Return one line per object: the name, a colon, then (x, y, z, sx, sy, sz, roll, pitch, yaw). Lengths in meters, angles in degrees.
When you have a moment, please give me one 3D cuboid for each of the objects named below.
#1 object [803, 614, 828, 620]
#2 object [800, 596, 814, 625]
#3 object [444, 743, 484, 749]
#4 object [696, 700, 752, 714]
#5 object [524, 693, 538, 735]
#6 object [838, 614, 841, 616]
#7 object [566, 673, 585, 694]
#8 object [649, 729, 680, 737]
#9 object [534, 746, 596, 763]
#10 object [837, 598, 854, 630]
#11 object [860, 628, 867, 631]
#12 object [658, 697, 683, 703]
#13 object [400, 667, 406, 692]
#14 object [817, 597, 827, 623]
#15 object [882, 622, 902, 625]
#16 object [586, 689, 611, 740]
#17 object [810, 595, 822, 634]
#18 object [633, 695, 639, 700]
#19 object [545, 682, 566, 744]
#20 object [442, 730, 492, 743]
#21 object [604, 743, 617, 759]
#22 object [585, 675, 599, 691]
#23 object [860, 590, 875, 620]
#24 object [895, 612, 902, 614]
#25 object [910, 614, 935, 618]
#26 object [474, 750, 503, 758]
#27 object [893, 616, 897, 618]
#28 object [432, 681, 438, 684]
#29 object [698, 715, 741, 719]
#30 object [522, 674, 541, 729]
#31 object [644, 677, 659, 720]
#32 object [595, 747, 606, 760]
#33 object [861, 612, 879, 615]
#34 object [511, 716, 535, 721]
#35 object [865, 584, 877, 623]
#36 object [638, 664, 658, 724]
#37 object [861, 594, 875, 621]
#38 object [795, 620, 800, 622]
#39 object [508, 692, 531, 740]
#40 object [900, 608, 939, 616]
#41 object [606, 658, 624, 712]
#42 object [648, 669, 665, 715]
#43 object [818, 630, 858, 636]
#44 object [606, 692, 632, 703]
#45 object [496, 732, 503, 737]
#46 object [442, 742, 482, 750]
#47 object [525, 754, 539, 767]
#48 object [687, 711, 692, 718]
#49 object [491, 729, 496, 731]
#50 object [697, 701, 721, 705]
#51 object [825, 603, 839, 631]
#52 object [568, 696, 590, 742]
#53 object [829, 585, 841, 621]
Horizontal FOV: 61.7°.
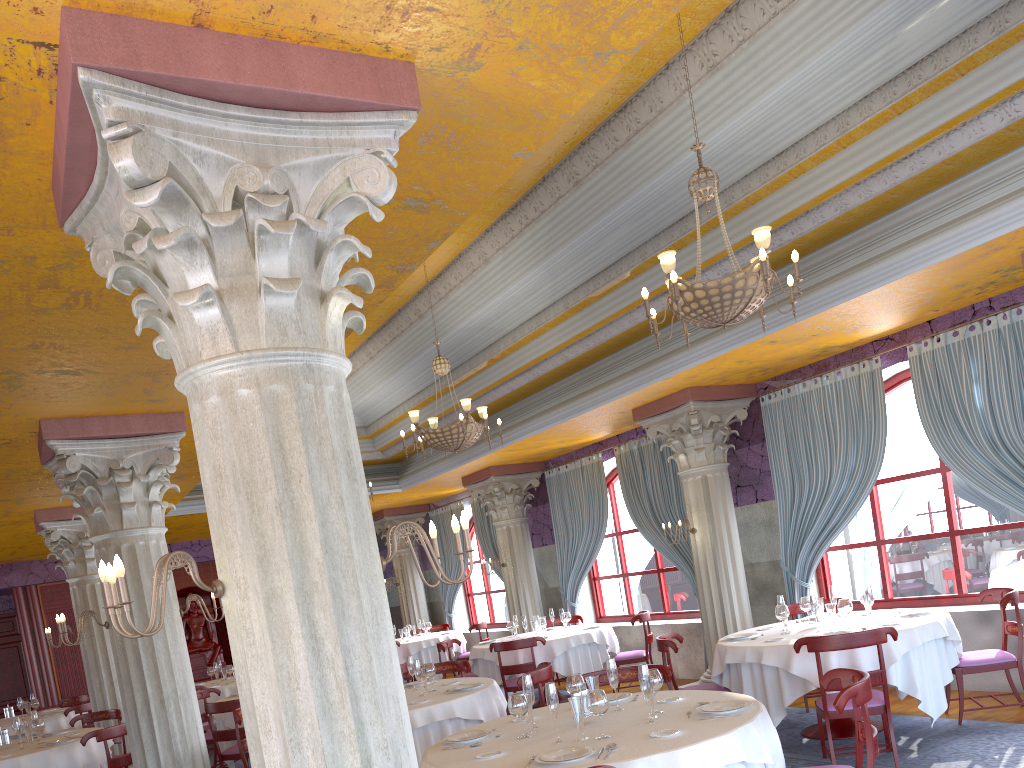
object: (3.045, 2.307, 8.476, 0.308, 0.024, 0.324, -2, -14, -30)
object: (2.804, 2.152, 8.130, 0.119, 0.265, 0.125, -10, 0, -39)
object: (-0.282, 2.128, 5.037, 0.256, 0.003, 0.022, -13, -12, 14)
object: (1.191, 1.820, 4.807, 0.311, 0.024, 0.322, -7, -12, -11)
object: (0.095, 1.957, 5.084, 0.087, 0.238, 0.083, -9, 1, 39)
object: (3.215, 2.269, 8.407, 0.028, 0.013, 0.234, -12, -12, 13)
object: (0.411, 1.959, 5.401, 0.123, 0.265, 0.121, -9, 0, 6)
object: (0.792, 1.815, 4.442, 0.156, 0.009, 0.164, -2, -14, -30)
object: (0.267, 1.858, 4.270, 0.311, 0.024, 0.322, -7, -12, -11)
object: (2.862, 1.969, 7.333, 0.121, 0.265, 0.123, -10, 0, -17)
object: (2.869, 2.013, 6.977, 0.055, 0.019, 0.258, -13, -12, 17)
object: (0.993, 1.984, 5.373, 0.156, 0.009, 0.164, -2, -14, -30)
object: (-1.062, 2.816, 8.145, 0.087, 0.238, 0.084, -9, 1, 17)
object: (2.912, 2.137, 8.083, 0.085, 0.238, 0.086, -10, 1, -6)
object: (3.185, 2.007, 7.171, 0.156, 0.009, 0.164, -2, -14, -30)
object: (0.469, 1.777, 4.604, 0.121, 0.265, 0.123, -10, 0, -17)
object: (2.625, 1.988, 7.406, 0.074, 0.337, 0.073, -9, 2, 6)
object: (0.822, 2.077, 5.678, 0.028, 0.013, 0.234, -12, -12, 13)
object: (0.233, 1.796, 4.677, 0.072, 0.337, 0.075, -11, 3, -39)
object: (-0.272, 2.152, 5.210, 0.311, 0.024, 0.322, -7, -12, -11)
object: (0.476, 1.821, 4.248, 0.055, 0.019, 0.258, -13, -12, 17)
object: (0.519, 1.945, 5.354, 0.087, 0.238, 0.083, -9, 1, 39)
object: (3.226, 2.000, 7.758, 0.119, 0.265, 0.125, -10, 0, -39)
object: (3.604, 2.057, 7.747, 0.261, 0.020, 0.055, -14, -11, 19)
object: (3.517, 1.992, 7.366, 0.235, 0.013, 0.028, -13, -10, 15)
object: (-0.129, 2.015, 4.652, 0.156, 0.009, 0.164, -2, -14, -30)
object: (3.387, 2.057, 7.557, 0.030, 0.011, 0.139, -12, -12, 15)
object: (-0.759, 2.948, 8.469, 0.028, 0.013, 0.234, -12, -12, 13)
object: (1.124, 1.800, 4.637, 0.235, 0.013, 0.028, -13, -10, 15)
object: (0.113, 1.932, 5.208, 0.072, 0.337, 0.075, -11, 3, -39)
object: (0.789, 1.806, 4.922, 0.085, 0.238, 0.086, -10, 1, -6)
object: (0.440, 1.837, 4.256, 0.022, 0.003, 0.255, -12, -12, 12)
object: (3.386, 2.176, 8.102, 0.157, 0.009, 0.163, -7, -12, -11)
object: (0.072, 2.184, 5.583, 0.156, 0.009, 0.164, -2, -14, -30)
object: (3.149, 1.926, 7.523, 0.072, 0.337, 0.075, -11, 3, -39)
object: (0.756, 1.734, 4.794, 0.072, 0.337, 0.075, -11, 3, -39)
object: (3.182, 1.998, 7.651, 0.087, 0.238, 0.083, -9, 1, 39)
object: (2.837, 2.349, 8.498, 0.055, 0.019, 0.258, -13, -12, 17)
object: (0.047, 1.928, 4.977, 0.119, 0.265, 0.125, -10, 0, -39)
object: (3.584, 2.012, 7.536, 0.311, 0.024, 0.322, -7, -12, -11)
object: (0.636, 1.869, 5.325, 0.072, 0.337, 0.075, -11, 3, -39)
object: (0.833, 1.808, 5.029, 0.119, 0.265, 0.125, -10, 0, -39)
object: (2.660, 2.050, 6.999, 0.311, 0.024, 0.322, -7, -12, -11)
object: (0.652, 2.115, 5.747, 0.322, 0.024, 0.310, -19, -15, 38)
object: (-0.072, 2.122, 5.190, 0.030, 0.011, 0.139, -12, -12, 15)
object: (-0.291, 2.112, 4.999, 0.261, 0.020, 0.055, -14, -11, 19)
object: (0.099, 1.907, 4.340, 0.028, 0.013, 0.234, -12, -12, 13)
object: (0.994, 1.865, 4.828, 0.030, 0.011, 0.139, -12, -12, 15)
object: (-0.203, 2.184, 5.381, 0.235, 0.013, 0.028, -13, -10, 15)
object: (1.211, 1.865, 5.018, 0.261, 0.020, 0.055, -14, -11, 19)
object: (2.758, 2.010, 7.382, 0.087, 0.238, 0.083, -9, 1, 39)
object: (0.365, 1.818, 4.653, 0.084, 0.238, 0.087, -10, 1, -28)
object: (3.029, 2.062, 8.054, 0.074, 0.337, 0.073, -9, 2, 6)
